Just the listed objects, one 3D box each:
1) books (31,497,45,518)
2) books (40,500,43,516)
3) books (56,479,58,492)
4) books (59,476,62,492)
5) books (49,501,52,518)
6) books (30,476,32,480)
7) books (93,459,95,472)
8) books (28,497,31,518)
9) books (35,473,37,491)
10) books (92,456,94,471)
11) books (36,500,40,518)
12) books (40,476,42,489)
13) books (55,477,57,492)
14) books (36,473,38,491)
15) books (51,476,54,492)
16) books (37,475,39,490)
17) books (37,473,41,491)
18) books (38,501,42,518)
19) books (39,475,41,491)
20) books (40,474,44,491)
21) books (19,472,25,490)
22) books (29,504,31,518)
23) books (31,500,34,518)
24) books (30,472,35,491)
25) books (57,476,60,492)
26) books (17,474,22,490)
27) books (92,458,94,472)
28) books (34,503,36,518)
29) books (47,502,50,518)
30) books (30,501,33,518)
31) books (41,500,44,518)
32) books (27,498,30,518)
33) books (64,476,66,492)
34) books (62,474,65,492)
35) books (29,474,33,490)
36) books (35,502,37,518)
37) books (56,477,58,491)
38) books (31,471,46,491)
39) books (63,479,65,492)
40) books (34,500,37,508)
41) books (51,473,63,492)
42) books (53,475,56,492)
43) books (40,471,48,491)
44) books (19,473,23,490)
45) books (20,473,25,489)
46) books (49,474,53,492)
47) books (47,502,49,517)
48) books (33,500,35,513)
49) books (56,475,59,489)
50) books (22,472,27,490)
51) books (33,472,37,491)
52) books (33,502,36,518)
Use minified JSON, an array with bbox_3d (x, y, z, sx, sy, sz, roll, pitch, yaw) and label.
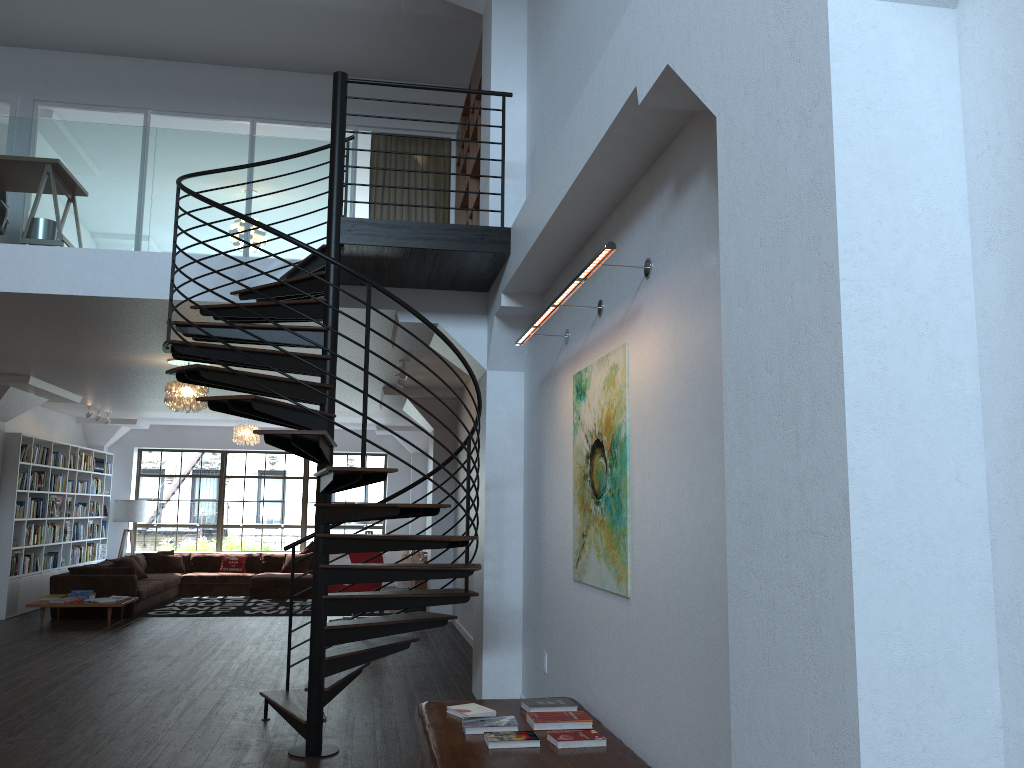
[{"bbox_3d":[-6.822,1.779,12.752,0.176,0.294,0.102,2,-8,-9],"label":"books"},{"bbox_3d":[-6.806,1.784,12.656,0.182,0.253,0.034,2,-8,-9],"label":"books"},{"bbox_3d":[-6.894,1.507,13.289,0.161,0.223,0.027,2,-8,-9],"label":"books"},{"bbox_3d":[-6.918,1.515,13.406,0.174,0.239,0.045,2,-8,-9],"label":"books"},{"bbox_3d":[-6.863,1.841,13.017,0.174,0.240,0.054,2,-8,-9],"label":"books"},{"bbox_3d":[-6.712,1.359,12.176,0.161,0.207,0.135,2,-8,-9],"label":"books"},{"bbox_3d":[-7.188,1.383,15.066,0.161,0.223,0.032,2,-8,-9],"label":"books"},{"bbox_3d":[-6.730,1.701,12.203,0.176,0.290,0.053,2,-8,-9],"label":"books"},{"bbox_3d":[-6.767,1.374,12.444,0.160,0.251,0.039,2,-8,-9],"label":"books"},{"bbox_3d":[-7.193,1.342,14.998,0.198,0.284,0.049,2,-8,-9],"label":"books"},{"bbox_3d":[-6.778,1.765,12.520,0.182,0.253,0.034,2,-8,-9],"label":"books"},{"bbox_3d":[-6.793,1.413,12.620,0.161,0.223,0.033,2,-8,-9],"label":"books"},{"bbox_3d":[-6.895,1.495,13.230,0.167,0.230,0.037,2,-8,-9],"label":"books"},{"bbox_3d":[-6.771,1.382,12.483,0.171,0.246,0.039,2,-8,-9],"label":"books"},{"bbox_3d":[-6.857,1.467,13.066,0.174,0.239,0.045,2,-8,-9],"label":"books"},{"bbox_3d":[-6.779,1.398,12.516,0.161,0.223,0.033,2,-8,-9],"label":"books"},{"bbox_3d":[-6.787,1.388,12.554,0.183,0.253,0.042,2,-8,-9],"label":"books"},{"bbox_3d":[-6.793,1.785,12.617,0.174,0.239,0.045,2,-8,-9],"label":"books"},{"bbox_3d":[-6.779,1.409,12.590,0.161,0.223,0.032,2,-8,-9],"label":"books"},{"bbox_3d":[-6.796,1.411,12.665,0.174,0.240,0.054,2,-8,-9],"label":"books"},{"bbox_3d":[-6.672,1.309,11.942,0.172,0.239,0.093,2,-8,-9],"label":"books"},{"bbox_3d":[-6.738,1.740,12.239,0.161,0.223,0.027,2,-8,-9],"label":"books"},{"bbox_3d":[-6.750,1.741,12.326,0.170,0.245,0.057,2,-8,-9],"label":"books"},{"bbox_3d":[-6.743,1.355,12.322,0.183,0.253,0.042,2,-8,-9],"label":"books"},{"bbox_3d":[-6.912,1.505,13.356,0.170,0.245,0.057,2,-8,-9],"label":"books"},{"bbox_3d":[-6.651,1.305,11.838,0.161,0.218,0.101,2,-8,-9],"label":"books"},{"bbox_3d":[-7.192,1.364,15.036,0.160,0.251,0.031,2,-8,-9],"label":"books"},{"bbox_3d":[-6.761,1.766,12.417,0.161,0.223,0.026,2,-8,-9],"label":"books"},{"bbox_3d":[-6.857,1.844,12.973,0.161,0.223,0.032,2,-8,-9],"label":"books"},{"bbox_3d":[-6.738,1.737,12.276,0.174,0.239,0.045,2,-8,-9],"label":"books"},{"bbox_3d":[-6.801,1.789,12.690,0.182,0.253,0.034,2,-8,-9],"label":"books"},{"bbox_3d":[-6.725,1.696,12.143,0.197,0.283,0.065,2,-8,-9],"label":"books"},{"bbox_3d":[-6.948,1.539,13.613,0.159,0.250,0.026,2,-8,-9],"label":"books"},{"bbox_3d":[-6.950,1.512,13.542,0.197,0.283,0.065,2,-8,-9],"label":"books"},{"bbox_3d":[-6.729,1.352,12.232,0.174,0.236,0.142,2,-8,-9],"label":"books"},{"bbox_3d":[-6.775,1.766,12.448,0.167,0.230,0.037,2,-8,-9],"label":"books"},{"bbox_3d":[-6.892,1.503,13.262,0.161,0.223,0.026,2,-8,-9],"label":"books"},{"bbox_3d":[-6.833,1.404,12.777,0.198,0.284,0.049,2,-8,-9],"label":"books"},{"bbox_3d":[-6.948,1.549,13.585,0.161,0.223,0.026,2,-8,-9],"label":"books"},{"bbox_3d":[-6.794,1.760,12.482,0.182,0.253,0.034,2,-8,-9],"label":"books"},{"bbox_3d":[-6.936,1.501,13.483,0.176,0.290,0.053,2,-8,-9],"label":"books"},{"bbox_3d":[-6.875,1.474,13.164,0.182,0.253,0.034,2,-8,-9],"label":"books"},{"bbox_3d":[-6.825,1.409,12.830,0.176,0.291,0.053,2,-8,-9],"label":"books"},{"bbox_3d":[-6.651,1.303,11.869,0.152,0.232,0.104,2,-8,-9],"label":"books"},{"bbox_3d":[-6.654,1.305,11.901,0.172,0.235,0.112,2,-8,-9],"label":"books"},{"bbox_3d":[-6.840,1.450,12.995,0.182,0.253,0.034,2,-8,-9],"label":"books"},{"bbox_3d":[-6.861,1.826,12.943,0.160,0.251,0.031,2,-8,-9],"label":"books"},{"bbox_3d":[-6.758,1.745,12.366,0.159,0.250,0.026,2,-8,-9],"label":"books"},{"bbox_3d":[-6.907,1.497,13.315,0.159,0.250,0.026,2,-8,-9],"label":"books"},{"bbox_3d":[-6.672,1.313,11.982,0.174,0.242,0.105,2,-8,-9],"label":"books"},{"bbox_3d":[-6.763,1.364,12.405,0.180,0.259,0.042,2,-8,-9],"label":"books"},{"bbox_3d":[-6.754,1.762,12.391,0.161,0.223,0.027,2,-8,-9],"label":"books"}]
